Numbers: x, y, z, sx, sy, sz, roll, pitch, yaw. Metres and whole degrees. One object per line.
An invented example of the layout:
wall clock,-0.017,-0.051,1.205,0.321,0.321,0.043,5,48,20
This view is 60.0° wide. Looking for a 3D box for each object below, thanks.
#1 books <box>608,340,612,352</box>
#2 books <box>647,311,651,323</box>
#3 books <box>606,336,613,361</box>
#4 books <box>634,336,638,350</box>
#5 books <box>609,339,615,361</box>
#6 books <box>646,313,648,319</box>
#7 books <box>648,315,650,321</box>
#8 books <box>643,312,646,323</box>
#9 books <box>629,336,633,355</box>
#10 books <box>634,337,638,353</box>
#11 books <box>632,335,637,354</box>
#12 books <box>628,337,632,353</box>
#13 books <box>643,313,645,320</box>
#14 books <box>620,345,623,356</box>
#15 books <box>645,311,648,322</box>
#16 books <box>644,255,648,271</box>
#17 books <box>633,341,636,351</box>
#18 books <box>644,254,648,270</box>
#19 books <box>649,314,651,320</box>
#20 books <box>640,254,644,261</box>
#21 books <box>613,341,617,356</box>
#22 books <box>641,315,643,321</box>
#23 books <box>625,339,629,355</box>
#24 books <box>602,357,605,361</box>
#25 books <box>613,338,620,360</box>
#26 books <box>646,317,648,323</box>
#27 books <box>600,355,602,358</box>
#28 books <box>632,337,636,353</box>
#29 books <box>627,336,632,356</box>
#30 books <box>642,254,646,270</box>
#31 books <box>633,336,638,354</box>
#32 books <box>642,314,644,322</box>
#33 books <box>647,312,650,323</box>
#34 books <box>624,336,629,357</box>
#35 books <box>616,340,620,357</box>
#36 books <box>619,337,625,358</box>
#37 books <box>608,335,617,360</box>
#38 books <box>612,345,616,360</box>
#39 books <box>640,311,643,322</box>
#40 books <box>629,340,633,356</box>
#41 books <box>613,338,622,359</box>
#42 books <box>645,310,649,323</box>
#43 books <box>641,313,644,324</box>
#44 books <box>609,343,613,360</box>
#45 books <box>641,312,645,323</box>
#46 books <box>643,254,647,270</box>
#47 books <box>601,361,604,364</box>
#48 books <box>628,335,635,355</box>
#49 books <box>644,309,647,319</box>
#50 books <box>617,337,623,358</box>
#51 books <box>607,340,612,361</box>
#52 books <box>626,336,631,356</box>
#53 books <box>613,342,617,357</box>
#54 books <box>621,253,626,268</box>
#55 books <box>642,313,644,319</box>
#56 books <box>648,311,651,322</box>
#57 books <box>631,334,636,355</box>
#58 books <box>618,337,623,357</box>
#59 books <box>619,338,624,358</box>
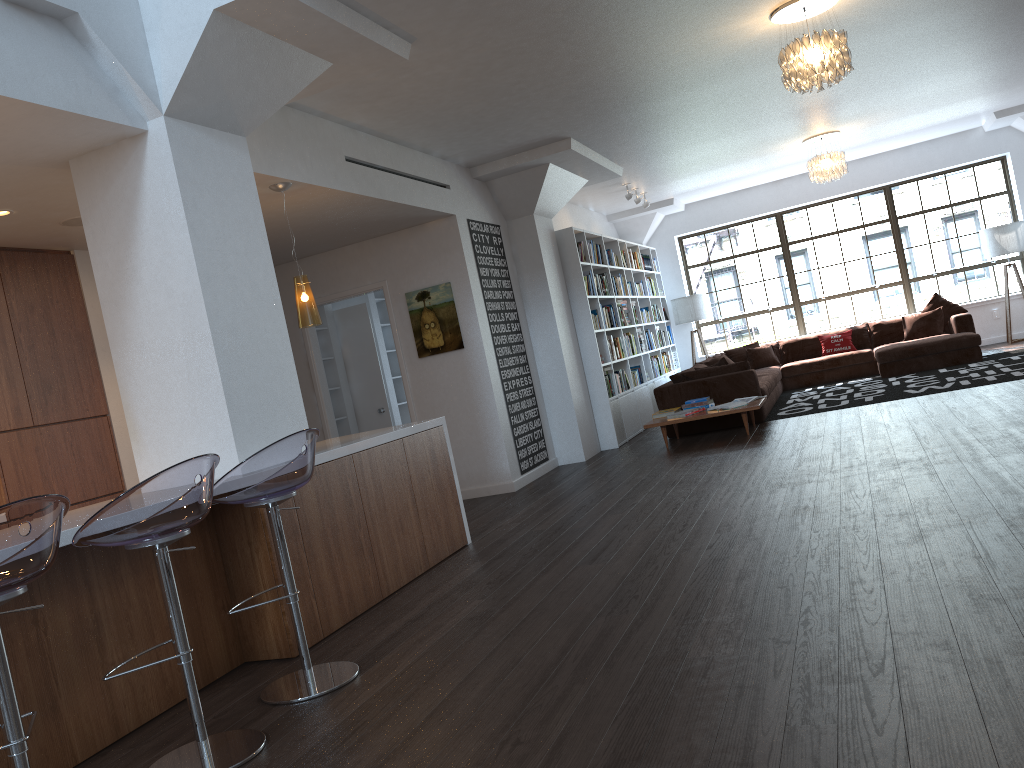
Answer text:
books,1.062,-0.368,10.164,0.159,0.241,0.038,-12,1,21
books,1.866,-0.926,12.424,0.120,0.167,0.020,-12,1,21
books,1.044,-0.392,10.072,0.140,0.298,0.044,-12,1,21
books,1.514,-0.483,11.374,0.168,0.231,0.037,-12,1,20
books,1.080,-0.376,10.206,0.171,0.246,0.057,-12,1,21
books,1.815,-0.919,12.308,0.128,0.178,0.021,-12,1,21
books,1.862,-0.918,12.405,0.110,0.153,0.018,-12,1,21
books,1.762,-0.898,12.125,0.107,0.167,0.016,-12,1,21
books,1.403,-0.458,11.069,0.174,0.240,0.045,-12,1,20
books,1.515,-0.478,11.341,0.161,0.223,0.026,-12,1,20
books,1.476,-0.484,11.275,0.183,0.253,0.034,-12,1,20
books,1.381,-0.455,10.995,0.171,0.246,0.057,-12,1,20
books,1.754,-0.893,12.102,0.106,0.162,0.030,-12,1,21
books,1.213,-0.408,10.579,0.174,0.240,0.045,-12,1,21
books,1.809,-0.917,12.287,0.128,0.178,0.022,-12,1,21
books,1.868,-1.749,12.952,0.183,0.253,0.042,-12,1,21
books,1.476,-0.468,11.245,0.161,0.223,0.027,-12,1,20
books,1.886,-1.753,12.992,0.183,0.253,0.042,-12,1,21
books,1.890,-0.932,12.469,0.107,0.167,0.017,-12,1,21
books,1.819,-1.736,12.831,0.183,0.253,0.042,-12,1,21
books,1.118,-0.384,10.361,0.174,0.240,0.045,-12,1,21
books,1.691,-0.889,11.996,0.134,0.184,0.029,-12,1,21
books,1.334,-0.430,10.842,0.161,0.223,0.026,-12,1,20
books,0.895,-0.254,9.740,0.197,0.033,0.284,-12,1,-4
books,1.156,-0.396,10.401,0.171,0.246,0.057,-12,1,21
books,1.794,-0.924,12.270,0.127,0.200,0.020,-12,1,21
books,0.885,-0.285,9.735,0.174,0.032,0.254,-12,1,16
books,1.465,-0.479,11.220,0.160,0.250,0.026,-12,1,20
books,1.367,-0.455,10.951,0.183,0.253,0.034,-12,1,20
books,1.840,-1.741,12.870,0.183,0.253,0.042,-12,1,21
books,1.491,-0.481,11.311,0.174,0.240,0.045,-12,1,20
books,1.730,-0.883,12.047,0.110,0.153,0.018,-12,1,21
books,1.857,-0.916,12.388,0.110,0.153,0.019,-12,1,21
books,1.320,-0.441,10.819,0.160,0.250,0.026,-12,1,20
books,1.169,-0.392,10.447,0.168,0.231,0.037,-12,1,21
books,1.244,-0.423,10.635,0.183,0.253,0.034,-12,1,21
books,1.102,-0.405,10.284,0.176,0.290,0.053,-12,1,21
books,1.097,-0.368,10.246,0.161,0.223,0.027,-12,1,21
books,1.689,-0.885,11.970,0.128,0.178,0.020,-12,1,21
books,1.400,-0.448,11.033,0.161,0.223,0.027,-12,1,20
books,1.182,-0.406,10.478,0.183,0.253,0.034,-12,1,21
books,1.817,-0.923,12.334,0.134,0.184,0.030,-12,1,21
books,1.717,-0.889,12.032,0.109,0.171,0.017,-12,1,21
books,1.064,-0.351,10.118,0.144,0.207,0.048,-12,1,21
books,1.739,-0.892,12.081,0.120,0.167,0.019,-12,1,21
books,1.855,-1.745,12.910,0.183,0.253,0.042,-12,1,21
books,0.902,-0.220,9.741,0.197,0.035,0.284,-12,1,11
books,1.425,-0.470,11.101,0.183,0.253,0.034,-12,1,20
books,1.784,-0.920,12.238,0.136,0.196,0.045,-12,1,21
books,1.197,-0.410,10.508,0.183,0.253,0.034,-12,1,21
books,1.016,-0.359,10.032,0.189,0.247,0.057,-12,1,21
books,1.352,-0.451,10.922,0.183,0.253,0.034,-12,1,20
books,1.124,-0.376,10.322,0.161,0.223,0.026,-12,1,21
books,1.368,-1.604,11.574,0.174,0.236,0.136,-12,1,21
books,1.735,-0.884,12.064,0.110,0.153,0.017,-12,1,21
books,1.882,-0.927,12.446,0.106,0.162,0.032,-12,1,21
books,1.446,-0.479,11.181,0.180,0.259,0.060,-12,1,20
books,1.205,-0.412,10.540,0.183,0.253,0.034,-12,1,21
books,1.232,-0.418,10.609,0.160,0.250,0.026,-12,1,21
